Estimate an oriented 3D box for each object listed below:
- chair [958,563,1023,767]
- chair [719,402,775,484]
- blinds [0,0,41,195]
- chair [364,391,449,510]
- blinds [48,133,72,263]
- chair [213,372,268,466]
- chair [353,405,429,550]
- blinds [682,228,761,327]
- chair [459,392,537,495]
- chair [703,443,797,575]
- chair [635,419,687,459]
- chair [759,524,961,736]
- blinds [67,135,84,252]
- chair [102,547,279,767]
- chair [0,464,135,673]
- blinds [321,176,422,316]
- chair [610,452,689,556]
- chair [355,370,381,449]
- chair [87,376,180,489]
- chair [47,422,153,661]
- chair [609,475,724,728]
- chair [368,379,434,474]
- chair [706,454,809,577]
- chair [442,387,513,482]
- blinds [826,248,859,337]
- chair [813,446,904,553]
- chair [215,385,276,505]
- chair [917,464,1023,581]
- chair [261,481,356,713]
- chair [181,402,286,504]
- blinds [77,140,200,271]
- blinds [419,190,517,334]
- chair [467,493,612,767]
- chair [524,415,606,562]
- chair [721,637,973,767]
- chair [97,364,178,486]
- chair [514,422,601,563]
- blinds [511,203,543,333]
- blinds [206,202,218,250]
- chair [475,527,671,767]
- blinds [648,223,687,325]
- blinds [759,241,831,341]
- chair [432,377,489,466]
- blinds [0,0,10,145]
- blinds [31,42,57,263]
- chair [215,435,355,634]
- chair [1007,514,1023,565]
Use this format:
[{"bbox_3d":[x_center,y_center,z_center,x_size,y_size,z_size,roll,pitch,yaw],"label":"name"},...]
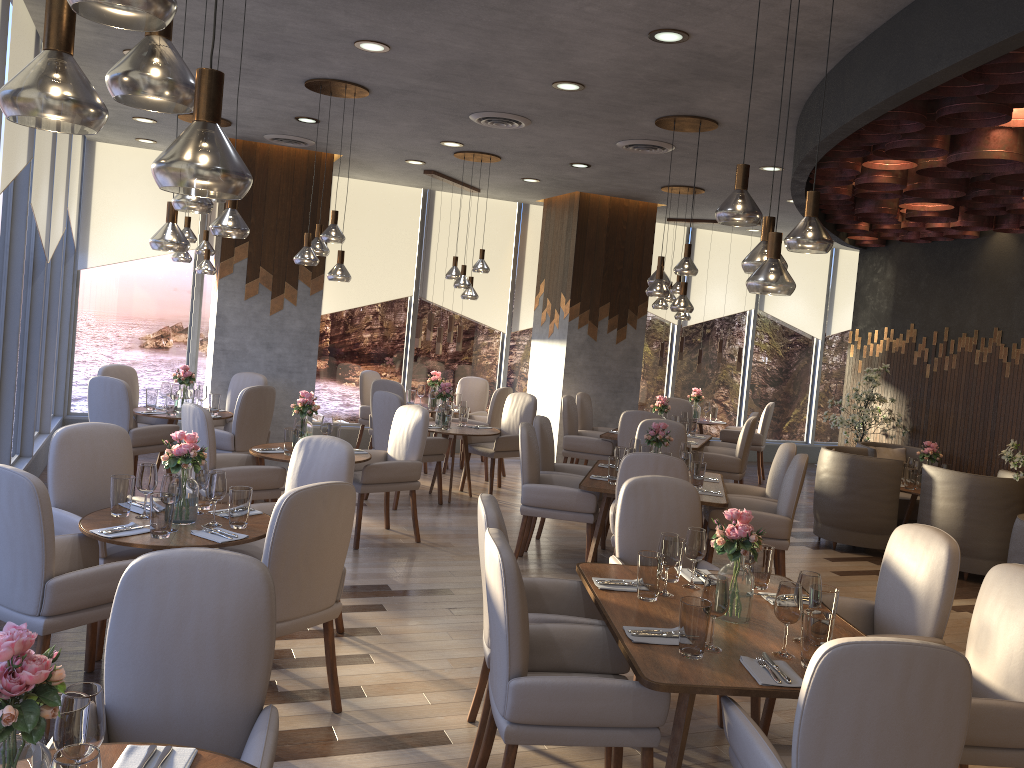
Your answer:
[{"bbox_3d":[1.496,1.115,3.071,0.599,0.999,0.529,5,2,-3],"label":"chair"},{"bbox_3d":[2.912,0.690,11.039,0.600,0.999,0.528,6,3,21],"label":"chair"},{"bbox_3d":[-2.860,-2.409,5.274,0.007,2.677,1.176,4,3,-22],"label":"blinds"},{"bbox_3d":[-0.943,0.563,7.907,0.529,0.999,0.599,8,4,44],"label":"chair"},{"bbox_3d":[-3.813,-2.357,7.596,0.007,2.677,1.176,4,3,-22],"label":"blinds"},{"bbox_3d":[-2.617,0.395,8.187,0.529,0.999,0.600,6,3,22],"label":"chair"},{"bbox_3d":[-0.977,0.652,6.576,0.599,0.999,0.529,3,3,-41],"label":"chair"},{"bbox_3d":[2.998,-2.075,12.369,1.172,2.677,0.007,4,2,-22],"label":"blinds"},{"bbox_3d":[-0.111,0.582,8.716,0.599,0.999,0.529,3,4,-45],"label":"chair"},{"bbox_3d":[1.711,0.899,6.466,0.600,0.999,0.529,5,3,7],"label":"chair"},{"bbox_3d":[1.174,0.805,7.144,0.528,0.999,0.600,5,3,9],"label":"chair"},{"bbox_3d":[1.428,1.070,3.636,0.599,0.999,0.529,5,3,-10],"label":"chair"},{"bbox_3d":[-4.259,-2.668,8.745,0.007,2.677,1.176,4,3,-22],"label":"blinds"},{"bbox_3d":[-0.850,0.969,2.160,0.528,0.999,0.601,5,3,-8],"label":"chair"},{"bbox_3d":[-1.775,0.793,3.522,0.529,0.999,0.599,7,3,30],"label":"chair"},{"bbox_3d":[-1.654,-2.077,10.500,1.172,2.677,0.007,4,2,-22],"label":"blinds"},{"bbox_3d":[0.868,0.891,5.503,0.528,0.999,0.600,6,3,14],"label":"chair"},{"bbox_3d":[-1.440,0.367,10.102,0.600,0.999,0.528,6,3,21],"label":"chair"},{"bbox_3d":[-3.073,0.428,7.119,0.529,0.999,0.600,6,3,21],"label":"chair"},{"bbox_3d":[-1.947,0.722,4.327,0.601,0.999,0.528,7,3,34],"label":"chair"},{"bbox_3d":[0.725,0.973,4.131,0.528,0.999,0.601,5,3,-8],"label":"chair"},{"bbox_3d":[-1.192,0.445,9.299,0.529,0.999,0.599,6,3,28],"label":"chair"},{"bbox_3d":[1.613,0.930,5.905,0.600,0.999,0.528,6,3,14],"label":"chair"},{"bbox_3d":[-0.351,0.498,9.618,0.600,0.999,0.528,6,3,24],"label":"chair"},{"bbox_3d":[5.311,-2.001,13.304,1.172,2.677,0.007,4,2,-22],"label":"blinds"},{"bbox_3d":[2.954,1.002,7.747,0.595,0.836,0.775,5,3,-2],"label":"chair"},{"bbox_3d":[-2.335,0.477,7.369,0.600,0.999,0.528,6,3,25],"label":"chair"},{"bbox_3d":[3.719,1.116,7.080,0.774,0.836,0.596,5,3,-7],"label":"chair"},{"bbox_3d":[-1.007,0.852,3.654,0.601,0.999,0.528,7,3,34],"label":"chair"},{"bbox_3d":[-1.869,0.624,5.834,0.599,0.999,0.529,3,3,-41],"label":"chair"},{"bbox_3d":[-3.938,-2.500,9.552,1.172,2.677,0.007,4,2,-22],"label":"blinds"},{"bbox_3d":[-0.501,-1.999,10.969,1.172,2.677,0.007,4,2,-22],"label":"blinds"},{"bbox_3d":[0.123,0.962,3.517,0.599,0.999,0.529,5,2,-3],"label":"chair"},{"bbox_3d":[0.429,0.767,6.732,0.600,0.999,0.528,6,3,14],"label":"chair"},{"bbox_3d":[0.899,1.104,2.470,0.528,0.999,0.600,5,3,-3],"label":"chair"},{"bbox_3d":[-3.368,0.349,7.886,0.600,0.999,0.528,6,3,25],"label":"chair"},{"bbox_3d":[0.310,0.795,6.179,0.600,0.999,0.529,5,3,9],"label":"chair"},{"bbox_3d":[0.653,-1.947,11.436,1.172,2.677,0.007,4,2,-22],"label":"blinds"},{"bbox_3d":[-2.783,-2.429,10.021,1.172,2.677,0.007,4,2,-22],"label":"blinds"},{"bbox_3d":[0.169,1.005,2.953,0.599,0.999,0.529,5,3,-8],"label":"chair"},{"bbox_3d":[1.847,-2.168,11.900,1.172,2.677,0.007,4,2,-22],"label":"blinds"},{"bbox_3d":[4.152,-2.005,12.838,1.172,2.677,0.007,4,2,-22],"label":"blinds"},{"bbox_3d":[-0.602,0.418,10.448,0.529,0.999,0.600,6,3,25],"label":"chair"},{"bbox_3d":[-2.391,-2.287,4.104,0.007,2.677,1.176,4,3,-22],"label":"blinds"},{"bbox_3d":[-3.349,-2.236,6.440,0.007,2.677,1.176,4,3,-22],"label":"blinds"},{"bbox_3d":[-1.159,0.779,4.506,0.529,0.999,0.599,7,3,31],"label":"chair"},{"bbox_3d":[3.108,1.207,4.983,0.596,0.836,0.774,6,3,18],"label":"chair"}]
